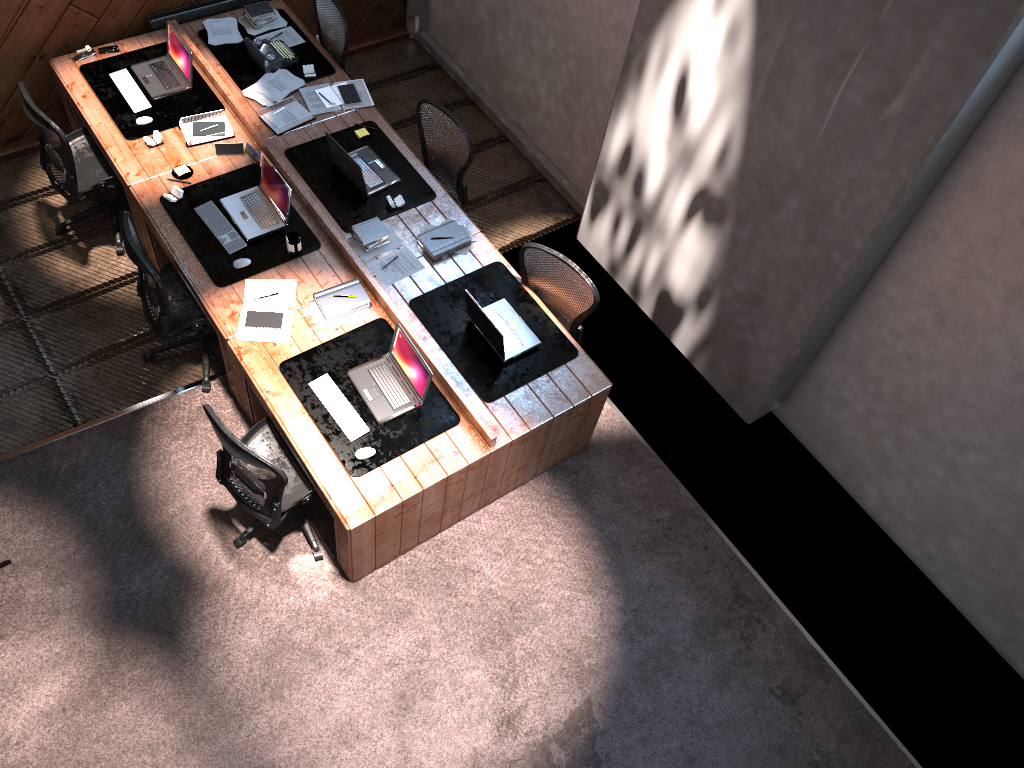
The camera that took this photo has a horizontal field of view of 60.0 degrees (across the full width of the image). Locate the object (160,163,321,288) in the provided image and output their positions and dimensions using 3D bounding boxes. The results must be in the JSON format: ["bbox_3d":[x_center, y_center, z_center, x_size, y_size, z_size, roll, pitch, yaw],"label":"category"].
[{"bbox_3d":[-1.679,-1.000,5.472,0.687,0.008,0.848,-28,64,-24],"label":"object"}]

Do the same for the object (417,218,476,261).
[{"bbox_3d":[-0.415,-0.934,5.588,0.363,0.065,0.325,-18,61,-19],"label":"object"}]

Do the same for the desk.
[{"bbox_3d":[-1.333,-0.927,5.882,1.748,0.840,4.117,-27,64,-24],"label":"desk"}]

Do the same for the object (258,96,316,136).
[{"bbox_3d":[-1.527,-1.829,6.023,0.316,0.060,0.229,-34,67,-27],"label":"object"}]

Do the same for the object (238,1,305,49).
[{"bbox_3d":[-1.772,-2.629,6.484,0.319,0.098,0.478,-29,65,-25],"label":"object"}]

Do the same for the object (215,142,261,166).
[{"bbox_3d":[-1.750,-1.514,5.760,0.347,0.083,0.129,16,55,2],"label":"object"}]

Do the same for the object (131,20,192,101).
[{"bbox_3d":[-2.373,-2.188,5.990,0.323,0.283,0.390,-27,64,-24],"label":"object"}]

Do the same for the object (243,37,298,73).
[{"bbox_3d":[-1.709,-2.370,6.304,0.290,0.116,0.322,-30,65,-25],"label":"object"}]

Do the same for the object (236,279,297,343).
[{"bbox_3d":[-1.412,-0.437,5.125,0.304,0.017,0.467,2,56,-7],"label":"object"}]

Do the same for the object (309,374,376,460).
[{"bbox_3d":[-0.902,0.172,4.783,0.139,0.040,0.577,-27,64,-24],"label":"object"}]

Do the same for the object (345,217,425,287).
[{"bbox_3d":[-0.791,-0.836,5.444,0.319,0.098,0.478,-29,65,-25],"label":"object"}]

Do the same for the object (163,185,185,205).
[{"bbox_3d":[-2.092,-1.168,5.479,0.082,0.063,0.106,35,58,15],"label":"object"}]

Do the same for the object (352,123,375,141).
[{"bbox_3d":[-1.018,-1.714,6.037,0.158,0.026,0.154,14,55,1],"label":"object"}]

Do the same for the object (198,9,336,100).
[{"bbox_3d":[-1.772,-2.394,6.397,0.687,0.008,0.848,-28,64,-24],"label":"object"}]

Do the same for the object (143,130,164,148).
[{"bbox_3d":[-2.320,-1.584,5.732,0.106,0.063,0.082,-30,65,-25],"label":"object"}]

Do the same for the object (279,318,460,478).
[{"bbox_3d":[-0.789,0.050,4.903,0.687,0.008,0.848,-28,64,-24],"label":"object"}]

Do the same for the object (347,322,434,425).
[{"bbox_3d":[-0.670,-0.058,4.821,0.323,0.283,0.390,-25,63,-23],"label":"object"}]

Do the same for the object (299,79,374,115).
[{"bbox_3d":[-1.228,-2.022,6.216,0.467,0.017,0.304,-15,60,-18],"label":"object"}]

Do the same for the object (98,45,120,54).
[{"bbox_3d":[-2.806,-2.326,6.168,0.134,0.042,0.022,-13,59,-17],"label":"object"}]

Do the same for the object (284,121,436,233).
[{"bbox_3d":[-1.000,-1.382,5.835,0.687,0.008,0.848,-28,64,-24],"label":"object"}]

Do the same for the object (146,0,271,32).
[{"bbox_3d":[-2.211,-2.653,6.800,1.064,0.628,0.073,-27,64,-24],"label":"object"}]

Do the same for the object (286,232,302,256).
[{"bbox_3d":[-1.318,-0.849,5.355,0.078,0.138,0.099,-16,60,-18],"label":"object"}]

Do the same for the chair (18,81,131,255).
[{"bbox_3d":[-2.809,-1.540,5.916,0.770,1.085,0.792,32,58,13],"label":"chair"}]

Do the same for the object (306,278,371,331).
[{"bbox_3d":[-1.009,-0.468,5.182,0.363,0.065,0.325,-13,59,-17],"label":"object"}]

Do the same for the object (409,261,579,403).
[{"bbox_3d":[-0.110,-0.332,5.266,0.687,0.008,0.848,-28,64,-24],"label":"object"}]

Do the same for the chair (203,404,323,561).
[{"bbox_3d":[-1.276,0.397,4.851,0.770,1.085,0.792,24,56,7],"label":"chair"}]

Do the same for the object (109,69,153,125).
[{"bbox_3d":[-2.536,-1.928,5.944,0.139,0.040,0.577,-24,63,-23],"label":"object"}]

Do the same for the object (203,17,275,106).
[{"bbox_3d":[-1.910,-2.309,6.305,0.356,0.002,1.058,-29,65,-25],"label":"object"}]

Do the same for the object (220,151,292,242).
[{"bbox_3d":[-1.559,-1.140,5.377,0.320,0.288,0.380,-27,64,-24],"label":"object"}]

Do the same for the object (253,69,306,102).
[{"bbox_3d":[-1.624,-2.088,6.195,0.246,0.002,0.315,34,58,14],"label":"object"}]

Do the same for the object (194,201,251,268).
[{"bbox_3d":[-1.740,-0.911,5.382,0.139,0.040,0.577,-28,65,-24],"label":"object"}]

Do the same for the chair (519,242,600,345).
[{"bbox_3d":[0.120,-0.266,5.513,0.770,1.085,0.792,24,56,7],"label":"chair"}]

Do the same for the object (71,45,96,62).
[{"bbox_3d":[-2.953,-2.281,6.103,0.159,0.064,0.054,-35,67,-27],"label":"object"}]

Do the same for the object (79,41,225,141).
[{"bbox_3d":[-2.451,-2.012,6.034,0.687,0.008,0.848,-28,64,-24],"label":"object"}]

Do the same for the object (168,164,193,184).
[{"bbox_3d":[-2.094,-1.343,5.627,0.158,0.026,0.154,10,55,-2],"label":"object"}]

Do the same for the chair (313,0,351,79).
[{"bbox_3d":[-1.509,-2.299,6.629,0.770,1.085,0.792,41,60,18],"label":"chair"}]

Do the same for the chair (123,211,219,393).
[{"bbox_3d":[-1.964,-0.601,5.415,0.770,1.085,0.792,41,60,18],"label":"chair"}]

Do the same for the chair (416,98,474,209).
[{"bbox_3d":[-0.628,-1.316,6.104,0.770,1.085,0.792,32,58,13],"label":"chair"}]

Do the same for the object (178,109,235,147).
[{"bbox_3d":[-2.020,-1.689,5.853,0.316,0.060,0.229,-20,61,-20],"label":"object"}]

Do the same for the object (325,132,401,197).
[{"bbox_3d":[-0.954,-1.465,5.723,0.323,0.283,0.390,-32,66,-26],"label":"object"}]

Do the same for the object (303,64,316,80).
[{"bbox_3d":[-1.434,-2.209,6.280,0.082,0.063,0.106,-11,59,-16],"label":"object"}]

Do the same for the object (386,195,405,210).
[{"bbox_3d":[-0.746,-1.175,5.694,0.106,0.063,0.082,-16,60,-18],"label":"object"}]

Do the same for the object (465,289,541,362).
[{"bbox_3d":[-0.047,-0.384,5.103,0.320,0.288,0.380,-27,64,-24],"label":"object"}]
